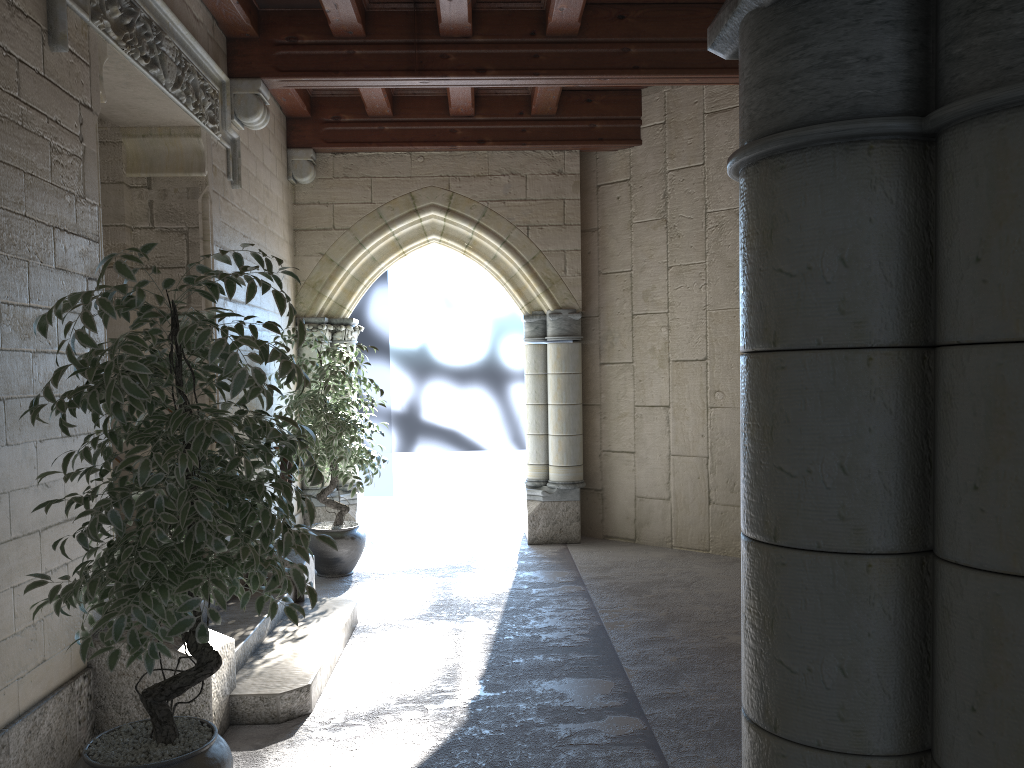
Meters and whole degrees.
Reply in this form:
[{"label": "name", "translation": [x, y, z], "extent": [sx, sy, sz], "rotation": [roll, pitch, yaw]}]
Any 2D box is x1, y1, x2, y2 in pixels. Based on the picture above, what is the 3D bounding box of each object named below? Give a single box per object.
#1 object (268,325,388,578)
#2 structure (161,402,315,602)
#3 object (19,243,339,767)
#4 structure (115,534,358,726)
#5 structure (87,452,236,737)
[{"label": "object", "translation": [-1.182, 0.435, 5.708], "extent": [0.787, 1.621, 0.749], "rotation": [-1, 3, -6]}, {"label": "structure", "translation": [-1.541, 0.627, 4.655], "extent": [0.888, 1.264, 0.472], "rotation": [-1, 3, -2]}, {"label": "object", "translation": [-0.868, 0.453, 2.372], "extent": [0.787, 1.621, 0.749], "rotation": [0, 3, 29]}, {"label": "structure", "translation": [-2.075, 0.871, 3.937], "extent": [2.573, 0.811, 1.459], "rotation": [-1, 1, -2]}, {"label": "structure", "translation": [-1.494, 0.636, 3.248], "extent": [0.888, 1.264, 0.475], "rotation": [-1, 3, -2]}]
